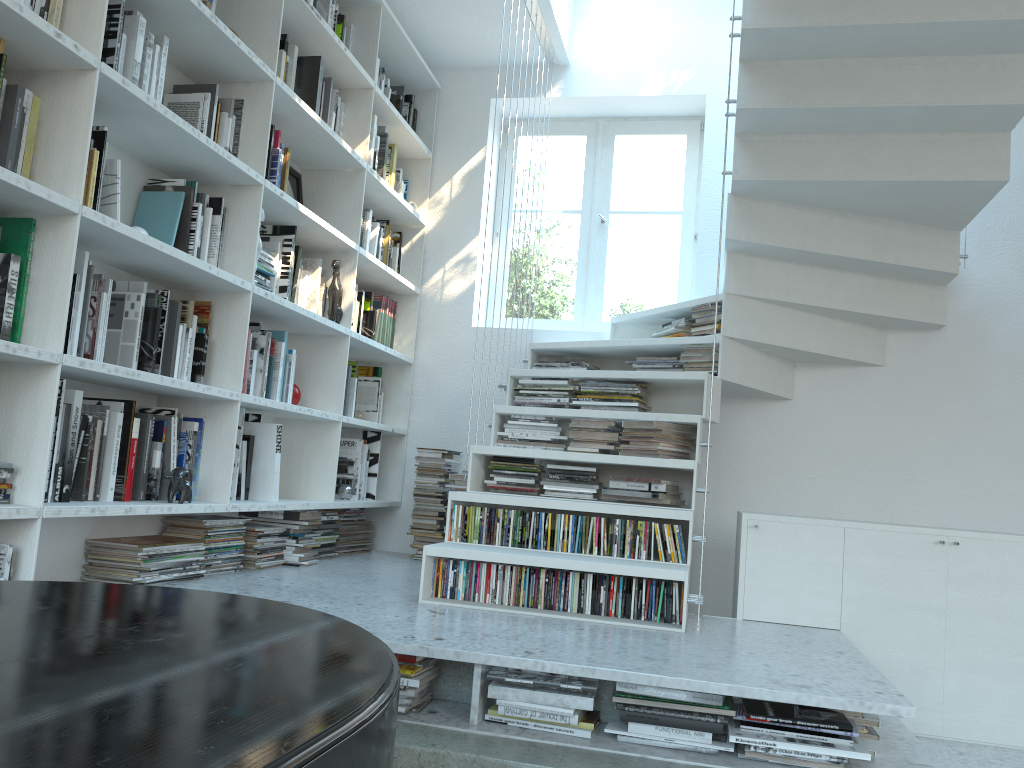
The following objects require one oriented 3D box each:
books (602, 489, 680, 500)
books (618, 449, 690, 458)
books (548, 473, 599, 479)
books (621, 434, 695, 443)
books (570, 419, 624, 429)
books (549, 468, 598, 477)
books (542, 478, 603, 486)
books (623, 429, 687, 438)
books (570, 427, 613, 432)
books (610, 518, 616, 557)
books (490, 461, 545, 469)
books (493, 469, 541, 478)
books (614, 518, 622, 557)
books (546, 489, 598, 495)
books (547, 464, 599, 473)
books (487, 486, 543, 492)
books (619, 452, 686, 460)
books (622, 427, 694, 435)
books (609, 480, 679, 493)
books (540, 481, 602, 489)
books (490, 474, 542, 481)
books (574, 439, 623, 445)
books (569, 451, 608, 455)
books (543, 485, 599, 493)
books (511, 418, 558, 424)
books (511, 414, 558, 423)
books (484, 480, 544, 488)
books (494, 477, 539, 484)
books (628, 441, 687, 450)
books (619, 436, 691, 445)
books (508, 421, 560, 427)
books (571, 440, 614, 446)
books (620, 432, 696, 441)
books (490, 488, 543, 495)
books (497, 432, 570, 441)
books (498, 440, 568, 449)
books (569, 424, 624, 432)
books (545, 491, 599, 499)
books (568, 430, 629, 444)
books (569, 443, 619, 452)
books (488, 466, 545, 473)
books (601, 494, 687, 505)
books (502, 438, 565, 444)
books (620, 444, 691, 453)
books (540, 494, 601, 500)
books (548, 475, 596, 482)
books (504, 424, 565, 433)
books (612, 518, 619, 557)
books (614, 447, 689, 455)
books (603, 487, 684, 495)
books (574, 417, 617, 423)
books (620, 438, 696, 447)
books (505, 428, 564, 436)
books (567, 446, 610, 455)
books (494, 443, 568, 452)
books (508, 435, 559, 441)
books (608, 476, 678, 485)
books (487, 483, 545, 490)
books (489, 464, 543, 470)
[{"bbox_3d":[0.480,0.410,3.290,0.240,0.019,0.172,0,-8,38],"label":"books"},{"bbox_3d":[0.554,0.270,3.442,0.189,0.013,0.215,-2,-9,45],"label":"books"},{"bbox_3d":[0.243,0.360,3.472,0.185,0.008,0.129,3,-6,11],"label":"books"},{"bbox_3d":[0.570,0.211,3.437,0.146,0.007,0.295,-1,-9,43],"label":"books"},{"bbox_3d":[0.344,0.163,3.572,0.190,0.017,0.167,3,-6,15],"label":"books"},{"bbox_3d":[0.243,0.347,3.467,0.178,0.017,0.133,3,-6,17],"label":"books"},{"bbox_3d":[0.238,0.381,3.452,0.219,0.013,0.150,2,-7,18],"label":"books"},{"bbox_3d":[0.559,0.192,3.451,0.179,0.016,0.184,-1,-8,41],"label":"books"},{"bbox_3d":[0.324,0.189,3.575,0.129,0.012,0.159,1,-7,28],"label":"books"},{"bbox_3d":[0.345,0.517,3.000,0.007,0.125,0.125,3,-6,13],"label":"books"},{"bbox_3d":[0.024,0.321,3.506,0.195,0.012,0.161,3,-6,10],"label":"books"},{"bbox_3d":[0.023,0.354,3.507,0.181,0.022,0.140,4,-6,6],"label":"books"},{"bbox_3d":[0.359,0.518,2.997,0.008,0.125,0.125,3,-6,13],"label":"books"},{"bbox_3d":[0.236,0.421,3.453,0.188,0.008,0.147,3,-7,17],"label":"books"},{"bbox_3d":[0.239,0.328,3.445,0.194,0.014,0.177,4,-6,8],"label":"books"},{"bbox_3d":[0.014,0.411,3.484,0.195,0.007,0.189,3,-6,10],"label":"books"},{"bbox_3d":[0.549,0.283,3.445,0.183,0.012,0.206,-1,-8,40],"label":"books"},{"bbox_3d":[0.571,0.182,3.441,0.161,0.005,0.254,-2,-9,45],"label":"books"},{"bbox_3d":[0.495,0.383,3.313,0.222,0.028,0.141,1,-7,32],"label":"books"},{"bbox_3d":[0.234,0.393,3.439,0.225,0.013,0.184,3,-6,10],"label":"books"},{"bbox_3d":[0.023,0.370,3.513,0.198,0.010,0.132,3,-7,17],"label":"books"},{"bbox_3d":[0.348,0.234,3.563,0.181,0.005,0.188,3,-6,13],"label":"books"},{"bbox_3d":[0.311,0.280,3.568,0.132,0.007,0.162,2,-7,22],"label":"books"},{"bbox_3d":[0.233,0.407,3.438,0.207,0.016,0.175,4,-6,8],"label":"books"},{"bbox_3d":[0.097,0.160,3.706,0.180,0.014,0.157,4,-6,9],"label":"books"},{"bbox_3d":[0.099,0.147,3.711,0.180,0.014,0.157,3,-6,11],"label":"books"},{"bbox_3d":[0.016,0.394,3.490,0.225,0.012,0.159,2,-7,21],"label":"books"},{"bbox_3d":[0.020,0.382,3.505,0.166,0.015,0.146,4,-6,8],"label":"books"},{"bbox_3d":[0.568,0.239,3.434,0.138,0.014,0.215,-1,-8,40],"label":"books"},{"bbox_3d":[0.558,0.220,3.447,0.232,0.011,0.171,10,-8,-40],"label":"books"},{"bbox_3d":[0.094,0.172,3.695,0.203,0.011,0.173,4,-6,8],"label":"books"},{"bbox_3d":[0.324,0.241,3.569,0.155,0.013,0.139,3,-6,15],"label":"books"},{"bbox_3d":[0.571,0.204,3.437,0.295,0.007,0.146,10,-8,-42],"label":"books"},{"bbox_3d":[0.020,0.426,3.515,0.188,0.014,0.130,3,-6,13],"label":"books"},{"bbox_3d":[0.095,0.220,3.710,0.297,0.012,0.145,3,-6,12],"label":"books"},{"bbox_3d":[0.093,0.255,3.709,0.288,0.017,0.136,3,-6,11],"label":"books"},{"bbox_3d":[0.344,0.178,3.571,0.156,0.012,0.219,1,-7,29],"label":"books"},{"bbox_3d":[0.235,0.432,3.452,0.198,0.013,0.138,2,-7,19],"label":"books"},{"bbox_3d":[0.353,0.214,3.564,0.222,0.035,0.178,3,-7,17],"label":"books"},{"bbox_3d":[0.338,0.255,3.563,0.177,0.014,0.200,3,-7,17],"label":"books"},{"bbox_3d":[0.022,0.338,3.502,0.208,0.009,0.160,4,-6,9],"label":"books"},{"bbox_3d":[0.490,0.431,3.306,0.288,0.017,0.136,0,-8,36],"label":"books"},{"bbox_3d":[0.093,0.242,3.707,0.254,0.010,0.138,3,-6,10],"label":"books"},{"bbox_3d":[0.557,0.252,3.442,0.180,0.011,0.222,-2,-9,44],"label":"books"},{"bbox_3d":[0.229,0.437,3.428,0.223,0.004,0.191,4,-6,9],"label":"books"},{"bbox_3d":[0.236,0.367,3.440,0.155,0.012,0.189,3,-6,16],"label":"books"},{"bbox_3d":[0.097,0.187,3.709,0.239,0.016,0.150,3,-6,11],"label":"books"},{"bbox_3d":[0.352,0.517,2.998,0.008,0.125,0.125,3,-6,13],"label":"books"},{"bbox_3d":[0.547,0.261,3.451,0.189,0.007,0.254,-1,-8,40],"label":"books"},{"bbox_3d":[0.490,0.399,3.304,0.254,0.007,0.161,1,-7,33],"label":"books"},{"bbox_3d":[0.340,0.150,3.575,0.155,0.009,0.155,3,-6,13],"label":"books"},{"bbox_3d":[0.568,0.229,3.435,0.295,0.006,0.146,10,-8,-42],"label":"books"},{"bbox_3d":[0.096,0.205,3.713,0.230,0.019,0.143,3,-6,12],"label":"books"},{"bbox_3d":[0.308,0.269,3.570,0.128,0.016,0.184,2,-7,20],"label":"books"},{"bbox_3d":[0.086,0.269,3.683,0.287,0.018,0.190,3,-6,12],"label":"books"},{"bbox_3d":[0.092,0.230,3.700,0.179,0.010,0.160,3,-6,16],"label":"books"},{"bbox_3d":[0.490,0.360,3.305,0.212,0.014,0.169,1,-7,33],"label":"books"},{"bbox_3d":[0.016,0.404,3.492,0.216,0.009,0.158,4,-6,6],"label":"books"},{"bbox_3d":[0.019,0.328,3.486,0.188,0.006,0.198,4,-6,9],"label":"books"}]
